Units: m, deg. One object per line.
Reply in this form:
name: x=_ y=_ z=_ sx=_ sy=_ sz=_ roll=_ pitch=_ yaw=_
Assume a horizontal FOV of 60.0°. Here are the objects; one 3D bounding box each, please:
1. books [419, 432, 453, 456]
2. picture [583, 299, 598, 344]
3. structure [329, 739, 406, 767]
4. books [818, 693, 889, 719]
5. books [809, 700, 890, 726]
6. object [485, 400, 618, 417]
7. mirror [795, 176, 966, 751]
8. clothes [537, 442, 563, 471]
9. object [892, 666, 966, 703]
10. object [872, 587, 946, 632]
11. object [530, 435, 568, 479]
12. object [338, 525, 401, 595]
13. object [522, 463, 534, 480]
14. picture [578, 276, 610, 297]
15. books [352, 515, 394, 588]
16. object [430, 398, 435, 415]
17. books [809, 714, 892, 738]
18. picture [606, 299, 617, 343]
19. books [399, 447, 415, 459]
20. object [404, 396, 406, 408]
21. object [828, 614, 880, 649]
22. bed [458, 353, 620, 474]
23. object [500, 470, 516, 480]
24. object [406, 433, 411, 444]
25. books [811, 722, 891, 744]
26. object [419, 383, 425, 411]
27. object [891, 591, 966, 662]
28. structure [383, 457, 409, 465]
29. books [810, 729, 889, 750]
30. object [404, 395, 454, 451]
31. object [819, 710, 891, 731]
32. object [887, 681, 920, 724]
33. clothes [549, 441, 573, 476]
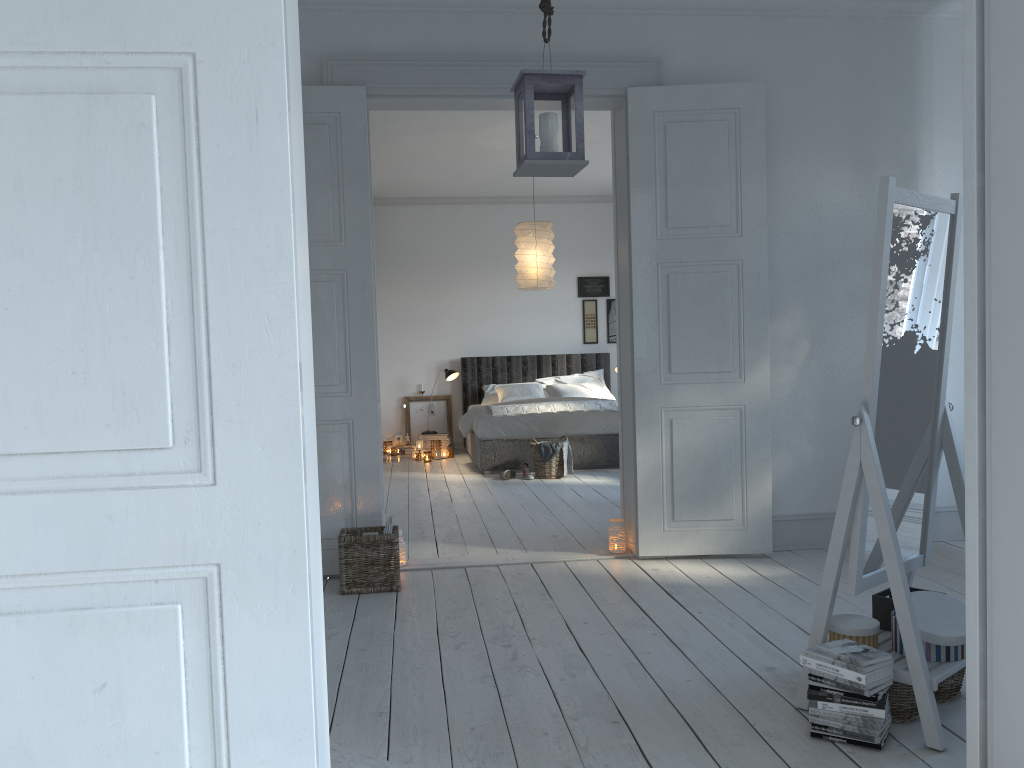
books: x=-0.822 y=0.653 z=9.629 sx=0.346 sy=0.232 sz=0.245 roll=-2 pitch=2 yaw=2
picture: x=0.895 y=-0.711 z=10.116 sx=0.165 sy=0.505 sz=0.020 roll=-2 pitch=3 yaw=-7
structure: x=-0.943 y=-0.309 z=1.924 sx=0.800 sy=2.830 sz=1.247 roll=0 pitch=4 yaw=38
books: x=0.922 y=0.856 z=2.393 sx=0.167 sy=0.022 sz=0.128 roll=-1 pitch=2 yaw=27
books: x=0.913 y=0.876 z=2.397 sx=0.187 sy=0.017 sz=0.132 roll=-1 pitch=2 yaw=30
object: x=0.495 y=0.213 z=8.120 sx=1.460 sy=0.104 sz=0.404 roll=-2 pitch=2 yaw=-7
mirror: x=1.144 y=0.185 z=2.574 sx=0.610 sy=1.490 sz=0.417 roll=-4 pitch=4 yaw=-42
clothes: x=0.323 y=0.623 z=7.528 sx=0.246 sy=0.270 sz=0.297 roll=-2 pitch=2 yaw=-6
object: x=1.228 y=0.862 z=2.700 sx=0.185 sy=0.140 sz=0.295 roll=-3 pitch=3 yaw=-35
object: x=1.226 y=0.699 z=2.736 sx=0.165 sy=0.103 sz=0.155 roll=-4 pitch=3 yaw=-42
object: x=0.318 y=0.626 z=7.586 sx=0.319 sy=0.351 sz=0.319 roll=-1 pitch=3 yaw=25
object: x=-0.657 y=0.811 z=4.109 sx=0.270 sy=0.265 sz=0.223 roll=-2 pitch=2 yaw=-7
object: x=0.138 y=0.748 z=7.566 sx=0.083 sy=0.122 sz=0.222 roll=-2 pitch=2 yaw=-7
picture: x=0.933 y=-1.107 z=10.102 sx=0.365 sy=0.232 sz=0.020 roll=-2 pitch=3 yaw=-7
books: x=-0.645 y=0.777 z=4.108 sx=0.201 sy=0.300 sz=0.179 roll=-2 pitch=3 yaw=-7
object: x=-0.891 y=0.237 z=9.925 sx=0.062 sy=0.228 sz=0.063 roll=-1 pitch=3 yaw=17
books: x=0.915 y=0.904 z=2.398 sx=0.180 sy=0.016 sz=0.128 roll=0 pitch=2 yaw=38
picture: x=1.171 y=-0.721 z=10.148 sx=0.165 sy=0.505 sz=0.020 roll=-2 pitch=3 yaw=-7
books: x=-1.115 y=0.736 z=9.471 sx=0.175 sy=0.096 sz=0.262 roll=-2 pitch=2 yaw=-12
object: x=-1.201 y=0.201 z=9.888 sx=0.024 sy=0.127 sz=0.023 roll=-3 pitch=3 yaw=-23
object: x=0.992 y=0.725 z=2.575 sx=0.142 sy=0.074 sz=0.142 roll=-3 pitch=2 yaw=-23
bed: x=0.407 y=0.226 z=8.960 sx=1.888 sy=1.047 sz=2.175 roll=-2 pitch=2 yaw=-7
object: x=-0.064 y=0.771 z=7.589 sx=0.120 sy=0.084 sz=0.222 roll=-1 pitch=2 yaw=22
object: x=-1.157 y=0.553 z=9.879 sx=0.062 sy=0.221 sz=0.028 roll=-2 pitch=3 yaw=-12
books: x=0.916 y=0.921 z=2.396 sx=0.177 sy=0.016 sz=0.128 roll=-1 pitch=2 yaw=34
object: x=-1.002 y=0.147 z=9.923 sx=0.067 sy=0.320 sz=0.067 roll=1 pitch=4 yaw=42
object: x=1.187 y=0.680 z=2.499 sx=0.207 sy=0.159 sz=0.240 roll=-2 pitch=2 yaw=1
structure: x=-1.788 y=-0.526 z=9.242 sx=1.248 sy=2.838 sz=0.800 roll=0 pitch=4 yaw=38
books: x=0.912 y=0.938 z=2.394 sx=0.178 sy=0.016 sz=0.128 roll=-1 pitch=2 yaw=31
object: x=-0.930 y=0.447 z=9.921 sx=0.528 sy=0.631 sz=0.082 roll=-2 pitch=3 yaw=-7
object: x=0.924 y=0.889 z=2.387 sx=0.156 sy=0.014 sz=0.111 roll=0 pitch=2 yaw=36
object: x=1.056 y=0.872 z=2.572 sx=0.185 sy=0.140 sz=0.295 roll=-3 pitch=3 yaw=-35
clothes: x=0.350 y=0.635 z=7.569 sx=0.283 sy=0.289 sz=0.234 roll=0 pitch=3 yaw=33
